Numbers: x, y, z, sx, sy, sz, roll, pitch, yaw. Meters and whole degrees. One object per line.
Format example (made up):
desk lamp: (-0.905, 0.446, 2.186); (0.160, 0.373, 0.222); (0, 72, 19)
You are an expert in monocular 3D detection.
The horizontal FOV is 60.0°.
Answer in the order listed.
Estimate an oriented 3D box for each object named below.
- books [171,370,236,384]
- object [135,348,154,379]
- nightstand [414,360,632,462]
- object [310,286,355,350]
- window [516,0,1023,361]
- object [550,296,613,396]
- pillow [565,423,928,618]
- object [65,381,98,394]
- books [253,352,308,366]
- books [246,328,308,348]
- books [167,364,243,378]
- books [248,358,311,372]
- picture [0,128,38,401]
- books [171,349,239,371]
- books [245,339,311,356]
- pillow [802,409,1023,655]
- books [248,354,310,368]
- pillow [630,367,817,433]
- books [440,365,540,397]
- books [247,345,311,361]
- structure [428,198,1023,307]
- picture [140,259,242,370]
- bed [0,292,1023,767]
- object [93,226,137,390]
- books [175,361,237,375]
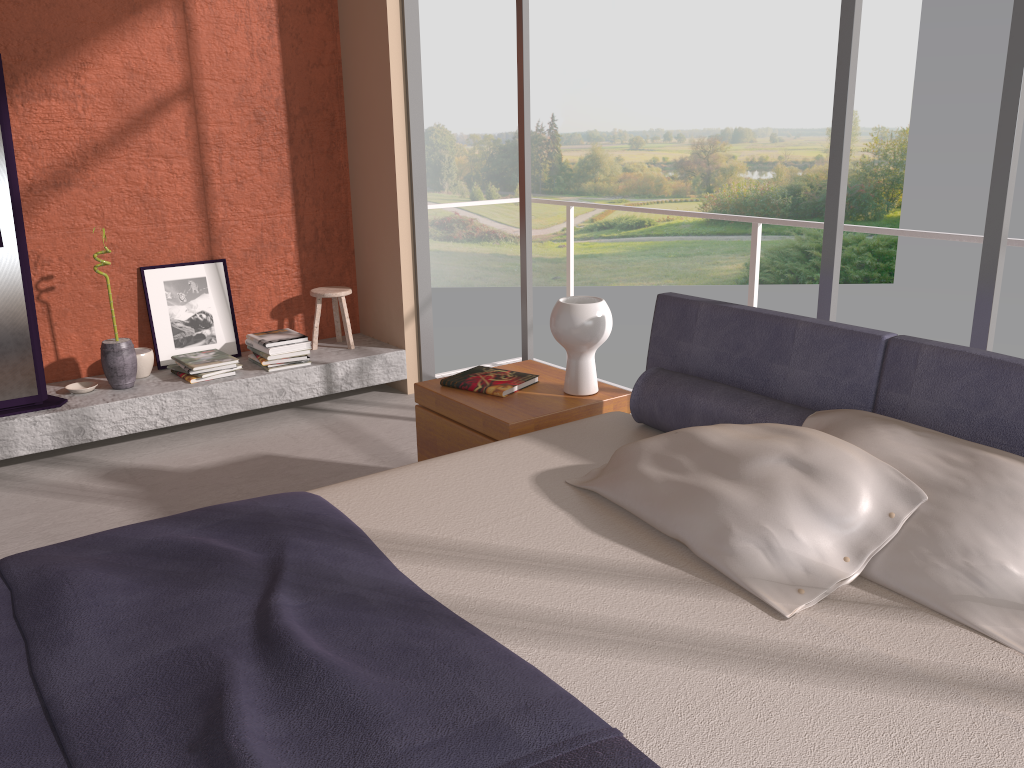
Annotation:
books: (-1.638, -0.064, 4.708); (0.247, 0.025, 0.287); (-14, 20, -37)
object: (-1.980, -0.105, 4.676); (0.179, 0.137, 0.180); (-8, 17, -22)
nightstand: (0.039, 0.281, 3.389); (0.562, 0.556, 0.628); (-12, 20, -34)
object: (-1.039, -0.385, 5.214); (0.260, 0.349, 0.257); (6, 18, 23)
window: (1.818, -0.607, 1.735); (0.075, 3.133, 6.106); (-12, 20, -34)
object: (0.249, -0.137, 3.199); (0.224, 0.338, 0.224); (-8, 18, -23)
pillow: (0.515, 0.242, 2.160); (0.431, 0.264, 0.869); (-10, 18, -27)
object: (-2.151, 0.026, 4.437); (0.152, 0.040, 0.152); (-1, 16, -1)
books: (-1.280, -0.160, 4.891); (0.247, 0.025, 0.287); (-8, 18, -24)
books: (-1.294, -0.254, 4.887); (0.247, 0.025, 0.287); (-13, 20, -34)
books: (-1.633, -0.090, 4.716); (0.328, 0.018, 0.247); (12, 20, 37)
books: (-1.288, -0.127, 4.919); (0.247, 0.018, 0.328); (-12, 19, -32)
picture: (-2.671, -0.591, 3.689); (1.129, 1.496, 0.126); (-12, 20, -34)
books: (-1.626, -0.130, 4.697); (0.247, 0.018, 0.328); (-14, 20, -37)
books: (-1.290, -0.223, 4.891); (0.247, 0.038, 0.319); (-14, 20, -37)
pillow: (0.874, 0.276, 1.981); (0.400, 0.265, 0.791); (-11, 19, -31)
books: (-1.292, -0.146, 4.918); (0.247, 0.018, 0.287); (-13, 20, -34)
pillow: (0.877, 0.191, 2.309); (0.205, 0.201, 1.470); (-12, 20, -34)
books: (-0.083, -0.012, 3.360); (0.287, 0.025, 0.247); (10, 19, 34)
books: (-1.289, -0.191, 4.900); (0.247, 0.027, 0.328); (-12, 19, -32)
structure: (2.047, 0.225, 2.385); (0.728, 1.005, 7.689); (-12, 20, -34)
picture: (-1.763, -0.390, 4.891); (0.458, 0.550, 0.117); (-12, 20, -34)
bed: (0.037, 0.543, 1.791); (2.462, 0.959, 2.017); (-12, 20, -34)
object: (-1.980, -0.371, 4.385); (0.165, 0.810, 0.165); (-5, 17, -12)
books: (-1.622, -0.109, 4.700); (0.247, 0.025, 0.287); (-12, 19, -32)
